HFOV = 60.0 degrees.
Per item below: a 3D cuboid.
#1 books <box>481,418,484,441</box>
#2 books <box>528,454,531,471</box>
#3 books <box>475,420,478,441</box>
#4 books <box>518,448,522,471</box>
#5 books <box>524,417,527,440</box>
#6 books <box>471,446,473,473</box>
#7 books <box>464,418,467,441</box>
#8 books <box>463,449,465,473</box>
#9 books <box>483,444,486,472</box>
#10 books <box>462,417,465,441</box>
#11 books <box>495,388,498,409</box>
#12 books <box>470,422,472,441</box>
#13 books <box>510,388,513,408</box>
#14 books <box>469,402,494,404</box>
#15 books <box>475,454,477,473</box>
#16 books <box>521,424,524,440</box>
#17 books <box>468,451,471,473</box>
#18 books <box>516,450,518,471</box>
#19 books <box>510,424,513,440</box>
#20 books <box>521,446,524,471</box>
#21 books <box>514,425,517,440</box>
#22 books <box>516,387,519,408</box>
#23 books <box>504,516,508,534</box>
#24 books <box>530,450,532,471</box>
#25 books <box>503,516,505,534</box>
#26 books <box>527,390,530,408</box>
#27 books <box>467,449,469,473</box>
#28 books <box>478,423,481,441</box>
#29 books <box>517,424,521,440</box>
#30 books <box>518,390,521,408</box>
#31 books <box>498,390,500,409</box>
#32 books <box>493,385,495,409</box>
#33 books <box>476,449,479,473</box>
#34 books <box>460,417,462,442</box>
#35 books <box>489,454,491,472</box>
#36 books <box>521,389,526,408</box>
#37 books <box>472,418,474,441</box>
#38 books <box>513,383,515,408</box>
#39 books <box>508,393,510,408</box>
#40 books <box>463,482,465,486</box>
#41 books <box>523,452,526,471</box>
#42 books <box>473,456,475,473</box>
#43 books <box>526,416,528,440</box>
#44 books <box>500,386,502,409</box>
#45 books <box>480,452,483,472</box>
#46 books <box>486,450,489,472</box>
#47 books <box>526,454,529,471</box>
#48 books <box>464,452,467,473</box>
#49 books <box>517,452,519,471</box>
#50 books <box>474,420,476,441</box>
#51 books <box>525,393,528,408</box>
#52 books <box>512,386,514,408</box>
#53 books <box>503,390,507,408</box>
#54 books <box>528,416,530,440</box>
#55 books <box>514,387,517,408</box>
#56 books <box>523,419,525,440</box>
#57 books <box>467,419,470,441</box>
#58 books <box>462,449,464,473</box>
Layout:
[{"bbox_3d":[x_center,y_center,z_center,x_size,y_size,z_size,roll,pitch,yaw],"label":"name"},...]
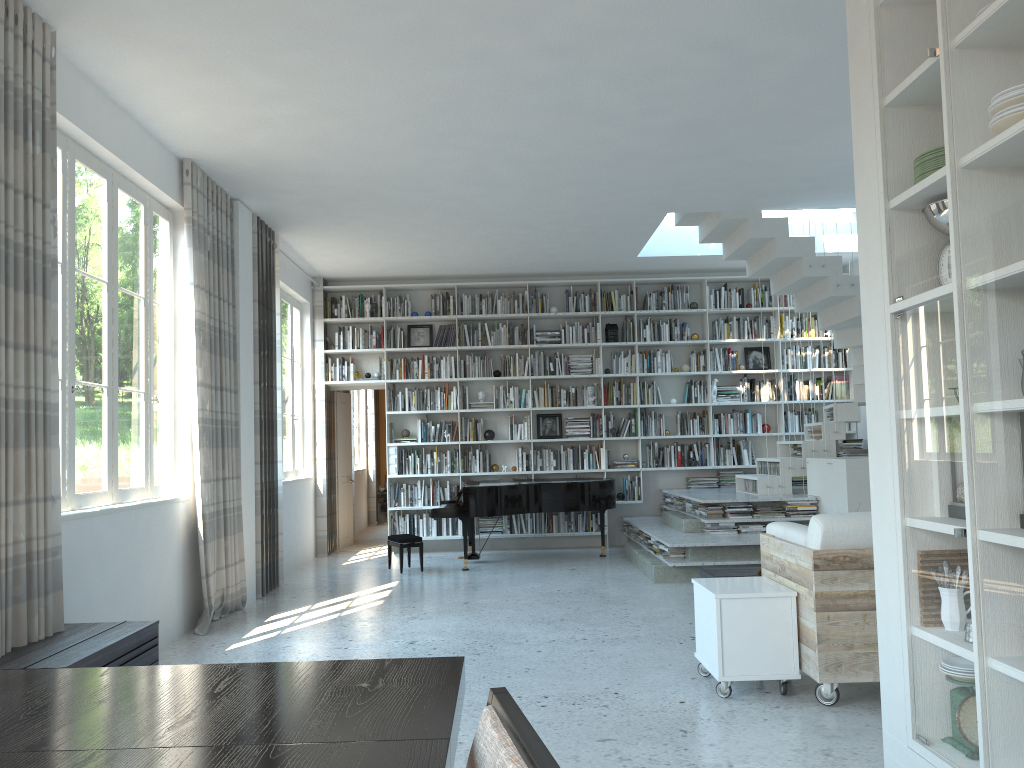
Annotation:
[{"bbox_3d":[-0.350,0.541,10.473,0.028,0.265,0.144,-2,-4,-1],"label":"books"},{"bbox_3d":[0.203,0.924,10.452,0.024,0.201,0.158,-2,-4,-1],"label":"books"},{"bbox_3d":[-0.416,0.553,10.480,0.028,0.247,0.142,-2,-4,-1],"label":"books"},{"bbox_3d":[0.094,0.892,10.444,0.027,0.269,0.159,-2,-4,-1],"label":"books"},{"bbox_3d":[0.161,0.525,10.468,0.027,0.269,0.178,-2,-4,-1],"label":"books"},{"bbox_3d":[-0.468,0.885,10.437,0.014,0.313,0.166,-2,-4,-1],"label":"books"},{"bbox_3d":[-0.545,0.542,10.467,0.026,0.275,0.154,-2,-4,-1],"label":"books"},{"bbox_3d":[-0.565,0.903,10.439,0.013,0.283,0.146,-2,-4,-1],"label":"books"},{"bbox_3d":[-0.322,0.874,10.438,0.050,0.328,0.166,-2,-4,-1],"label":"books"},{"bbox_3d":[-0.570,0.537,10.462,0.025,0.284,0.145,-2,-4,-1],"label":"books"},{"bbox_3d":[-0.178,0.178,10.476,0.030,0.247,0.174,-2,-4,-1],"label":"books"},{"bbox_3d":[-0.483,0.563,10.463,0.025,0.228,0.153,-2,-4,-1],"label":"books"},{"bbox_3d":[-0.008,0.174,10.484,0.028,0.247,0.170,-2,-4,-1],"label":"books"},{"bbox_3d":[-0.364,0.228,10.483,0.285,0.012,0.159,-1,-4,-5],"label":"books"},{"bbox_3d":[-0.424,0.933,10.435,0.021,0.215,0.172,-2,-4,-1],"label":"books"},{"bbox_3d":[0.124,0.567,10.470,0.024,0.188,0.172,-2,-4,-1],"label":"books"},{"bbox_3d":[-0.495,0.918,10.436,0.042,0.248,0.163,-2,-4,-1],"label":"books"},{"bbox_3d":[0.059,0.902,10.453,0.012,0.254,0.161,-2,-4,-1],"label":"books"},{"bbox_3d":[-0.010,0.571,10.463,0.025,0.186,0.154,-2,-4,-1],"label":"books"},{"bbox_3d":[0.123,0.882,10.455,0.014,0.290,0.132,-2,-3,-1],"label":"books"},{"bbox_3d":[0.041,0.573,10.479,0.030,0.182,0.154,-2,-4,-1],"label":"books"},{"bbox_3d":[0.063,0.169,10.505,0.022,0.256,0.152,-2,-4,-1],"label":"books"},{"bbox_3d":[-0.072,1.621,10.411,0.031,0.265,0.144,-2,-4,-1],"label":"books"},{"bbox_3d":[0.224,0.905,10.479,0.019,0.242,0.107,-2,-3,-1],"label":"books"},{"bbox_3d":[-0.093,1.626,10.395,0.012,0.254,0.161,-2,-4,-1],"label":"books"},{"bbox_3d":[0.201,0.185,10.503,0.026,0.217,0.126,-2,-4,-1],"label":"books"},{"bbox_3d":[-0.522,0.906,10.428,0.012,0.272,0.181,-2,-4,-1],"label":"books"},{"bbox_3d":[-0.377,0.566,10.456,0.028,0.216,0.175,-2,-4,-1],"label":"books"},{"bbox_3d":[0.084,0.568,10.464,0.057,0.188,0.156,-2,-4,-1],"label":"books"},{"bbox_3d":[0.088,0.187,10.504,0.026,0.219,0.150,-2,-4,-1],"label":"books"},{"bbox_3d":[-0.151,0.190,10.505,0.024,0.227,0.137,-2,-4,-1],"label":"books"},{"bbox_3d":[-0.209,0.160,10.482,0.012,0.285,0.159,-2,-4,-1],"label":"books"},{"bbox_3d":[-0.401,0.905,10.434,0.027,0.269,0.185,-2,-4,-1],"label":"books"},{"bbox_3d":[-0.601,0.539,10.471,0.012,0.285,0.159,-2,-4,-1],"label":"books"},{"bbox_3d":[-0.258,0.931,10.448,0.023,0.212,0.160,-2,-4,-1],"label":"books"},{"bbox_3d":[0.131,0.180,10.482,0.060,0.227,0.179,-2,-4,-1],"label":"books"},{"bbox_3d":[-0.457,0.538,10.444,0.026,0.274,0.190,-2,-4,-1],"label":"books"},{"bbox_3d":[0.023,0.146,10.484,0.011,0.300,0.178,-2,-4,-1],"label":"books"},{"bbox_3d":[-0.034,0.205,10.501,0.025,0.189,0.140,-2,-4,-1],"label":"books"},{"bbox_3d":[-0.563,1.285,10.429,0.023,0.266,0.134,-2,-4,-1],"label":"books"},{"bbox_3d":[0.146,0.915,10.445,0.029,0.220,0.153,-2,-4,-1],"label":"books"},{"bbox_3d":[-0.447,0.944,10.438,0.024,0.196,0.157,-2,-4,-1],"label":"books"},{"bbox_3d":[0.180,0.519,10.460,0.011,0.279,0.187,-2,-4,-1],"label":"books"},{"bbox_3d":[-0.128,0.168,10.491,0.022,0.267,0.151,-2,-4,-1],"label":"books"},{"bbox_3d":[-0.360,0.920,10.451,0.029,0.240,0.135,-2,-4,-1],"label":"books"},{"bbox_3d":[-0.283,0.906,10.435,0.027,0.261,0.163,-2,-4,-1],"label":"books"},{"bbox_3d":[0.176,0.929,10.464,0.031,0.194,0.142,-2,-4,-1],"label":"books"},{"bbox_3d":[-0.542,0.924,10.435,0.030,0.239,0.157,-2,-4,-1],"label":"books"},{"bbox_3d":[0.073,0.916,10.461,0.015,0.225,0.148,-2,-4,-1],"label":"books"},{"bbox_3d":[-0.437,0.554,10.464,0.014,0.243,0.153,-2,-4,-1],"label":"books"},{"bbox_3d":[0.175,0.203,10.499,0.027,0.181,0.142,-2,-4,-1],"label":"books"},{"bbox_3d":[0.012,0.164,10.475,0.012,0.265,0.193,-2,-4,-1],"label":"books"},{"bbox_3d":[-0.081,0.188,10.495,0.048,0.224,0.149,-2,-4,-1],"label":"books"},{"bbox_3d":[0.196,0.518,10.463,0.021,0.281,0.162,-2,-4,-1],"label":"books"},{"bbox_3d":[0.041,0.166,10.484,0.023,0.259,0.170,-2,-4,-1],"label":"books"},{"bbox_3d":[0.142,0.538,10.461,0.012,0.244,0.171,-2,-4,-1],"label":"books"},{"bbox_3d":[-0.514,0.546,10.460,0.036,0.263,0.166,-2,-4,-1],"label":"books"},{"bbox_3d":[-0.578,0.908,10.448,0.013,0.275,0.147,-2,-4,-1],"label":"books"}]
